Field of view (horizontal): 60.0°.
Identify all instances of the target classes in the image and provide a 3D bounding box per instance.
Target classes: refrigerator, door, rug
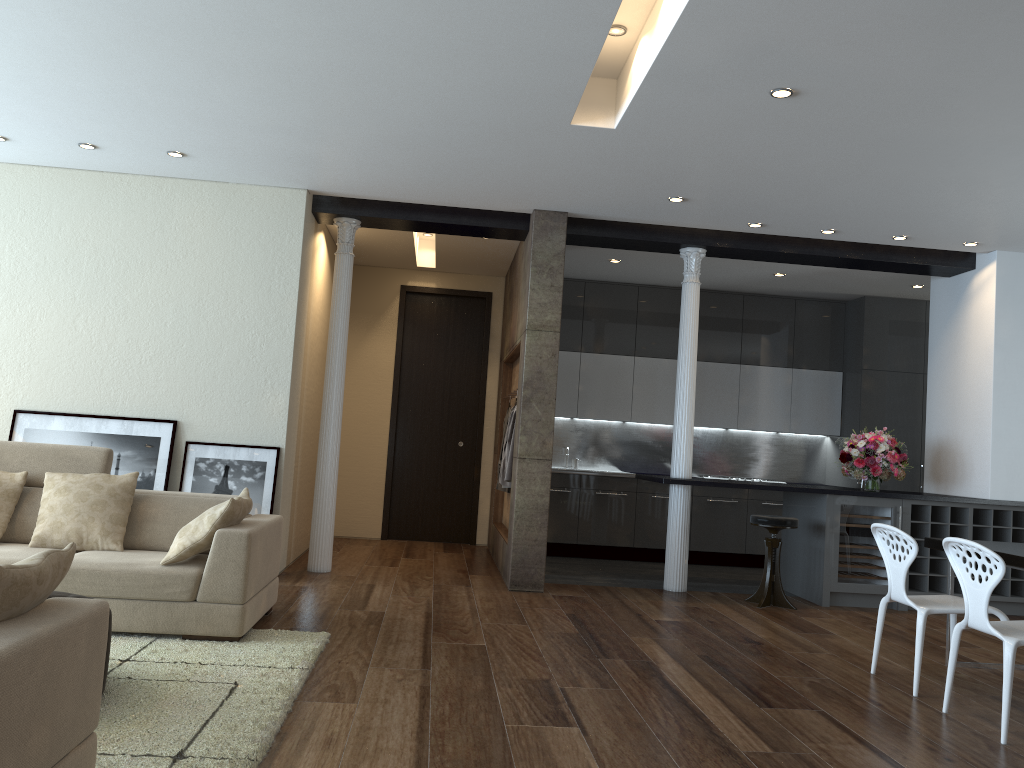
[{"bbox_3d":[2.859,1.300,7.169,0.578,0.774,0.075,4,-4,-1],"label":"refrigerator"},{"bbox_3d":[-0.829,0.345,9.904,1.037,2.814,0.246,4,-4,-5],"label":"door"},{"bbox_3d":[-2.987,1.141,3.253,4.231,0.020,2.972,4,-4,-5],"label":"rug"}]

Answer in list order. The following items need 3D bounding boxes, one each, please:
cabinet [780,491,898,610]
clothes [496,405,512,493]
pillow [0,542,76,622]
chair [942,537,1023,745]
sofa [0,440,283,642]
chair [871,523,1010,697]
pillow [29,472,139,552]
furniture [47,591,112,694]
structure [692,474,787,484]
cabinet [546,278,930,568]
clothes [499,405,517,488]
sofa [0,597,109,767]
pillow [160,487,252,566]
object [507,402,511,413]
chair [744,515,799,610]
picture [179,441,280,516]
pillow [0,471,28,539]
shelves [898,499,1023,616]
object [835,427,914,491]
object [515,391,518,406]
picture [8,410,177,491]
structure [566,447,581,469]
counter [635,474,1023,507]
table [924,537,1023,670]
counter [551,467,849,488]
[{"bbox_3d":[2.790,1.384,7.592,0.642,0.897,0.900,4,-4,-5],"label":"cabinet"},{"bbox_3d":[-0.069,0.636,8.733,0.141,0.855,0.569,4,-4,-4],"label":"clothes"},{"bbox_3d":[-1.421,0.605,2.324,0.395,0.393,0.518,4,-4,-1],"label":"pillow"},{"bbox_3d":[2.268,1.130,3.993,0.581,0.835,0.495,4,-4,-5],"label":"chair"},{"bbox_3d":[-2.666,0.813,4.943,2.581,0.950,1.021,4,-4,-5],"label":"sofa"},{"bbox_3d":[2.213,1.175,4.691,0.581,0.835,0.495,4,-4,-5],"label":"chair"},{"bbox_3d":[-2.406,0.703,4.986,0.534,0.439,0.301,4,-4,-8],"label":"pillow"},{"bbox_3d":[-2.100,1.020,3.359,1.057,0.355,1.057,4,-4,-3],"label":"furniture"},{"bbox_3d":[2.470,1.052,9.705,0.900,0.066,0.520,4,-4,-5],"label":"structure"},{"bbox_3d":[3.801,0.558,9.882,7.409,2.980,0.827,4,-4,-5],"label":"cabinet"},{"bbox_3d":[-0.001,0.552,7.841,0.173,0.735,0.700,4,-4,-6],"label":"clothes"},{"bbox_3d":[-2.418,0.625,2.013,2.581,0.950,1.021,4,-4,-5],"label":"sofa"},{"bbox_3d":[-1.632,0.764,4.808,0.395,0.393,0.518,4,-4,-8],"label":"pillow"},{"bbox_3d":[-0.024,0.225,8.757,0.010,0.219,0.430,4,-4,-5],"label":"object"},{"bbox_3d":[1.553,1.257,3.667,16.134,0.952,21.556,4,-4,-5],"label":"chair"},{"bbox_3d":[-2.138,0.942,6.603,0.700,0.988,0.195,4,-4,-5],"label":"picture"},{"bbox_3d":[-3.027,0.668,4.923,0.519,0.416,0.368,4,-4,-9],"label":"pillow"},{"bbox_3d":[3.955,1.468,7.686,1.700,0.897,0.900,4,-4,-5],"label":"shelves"},{"bbox_3d":[3.080,0.636,7.565,0.544,0.552,0.570,4,-4,2],"label":"object"},{"bbox_3d":[0.040,0.166,7.859,0.010,0.219,0.430,4,-4,-5],"label":"object"},{"bbox_3d":[-3.147,0.795,6.513,1.183,1.140,0.225,4,-4,-5],"label":"picture"},{"bbox_3d":[0.673,0.831,9.825,0.183,0.249,0.224,4,-4,-4],"label":"structure"},{"bbox_3d":[2.991,0.931,7.638,3.700,0.040,1.000,4,-4,-5],"label":"counter"},{"bbox_3d":[3.197,1.221,3.672,1.200,0.733,3.400,4,-4,-5],"label":"table"},{"bbox_3d":[1.859,1.120,9.691,3.597,0.223,0.807,4,-4,-5],"label":"counter"}]
